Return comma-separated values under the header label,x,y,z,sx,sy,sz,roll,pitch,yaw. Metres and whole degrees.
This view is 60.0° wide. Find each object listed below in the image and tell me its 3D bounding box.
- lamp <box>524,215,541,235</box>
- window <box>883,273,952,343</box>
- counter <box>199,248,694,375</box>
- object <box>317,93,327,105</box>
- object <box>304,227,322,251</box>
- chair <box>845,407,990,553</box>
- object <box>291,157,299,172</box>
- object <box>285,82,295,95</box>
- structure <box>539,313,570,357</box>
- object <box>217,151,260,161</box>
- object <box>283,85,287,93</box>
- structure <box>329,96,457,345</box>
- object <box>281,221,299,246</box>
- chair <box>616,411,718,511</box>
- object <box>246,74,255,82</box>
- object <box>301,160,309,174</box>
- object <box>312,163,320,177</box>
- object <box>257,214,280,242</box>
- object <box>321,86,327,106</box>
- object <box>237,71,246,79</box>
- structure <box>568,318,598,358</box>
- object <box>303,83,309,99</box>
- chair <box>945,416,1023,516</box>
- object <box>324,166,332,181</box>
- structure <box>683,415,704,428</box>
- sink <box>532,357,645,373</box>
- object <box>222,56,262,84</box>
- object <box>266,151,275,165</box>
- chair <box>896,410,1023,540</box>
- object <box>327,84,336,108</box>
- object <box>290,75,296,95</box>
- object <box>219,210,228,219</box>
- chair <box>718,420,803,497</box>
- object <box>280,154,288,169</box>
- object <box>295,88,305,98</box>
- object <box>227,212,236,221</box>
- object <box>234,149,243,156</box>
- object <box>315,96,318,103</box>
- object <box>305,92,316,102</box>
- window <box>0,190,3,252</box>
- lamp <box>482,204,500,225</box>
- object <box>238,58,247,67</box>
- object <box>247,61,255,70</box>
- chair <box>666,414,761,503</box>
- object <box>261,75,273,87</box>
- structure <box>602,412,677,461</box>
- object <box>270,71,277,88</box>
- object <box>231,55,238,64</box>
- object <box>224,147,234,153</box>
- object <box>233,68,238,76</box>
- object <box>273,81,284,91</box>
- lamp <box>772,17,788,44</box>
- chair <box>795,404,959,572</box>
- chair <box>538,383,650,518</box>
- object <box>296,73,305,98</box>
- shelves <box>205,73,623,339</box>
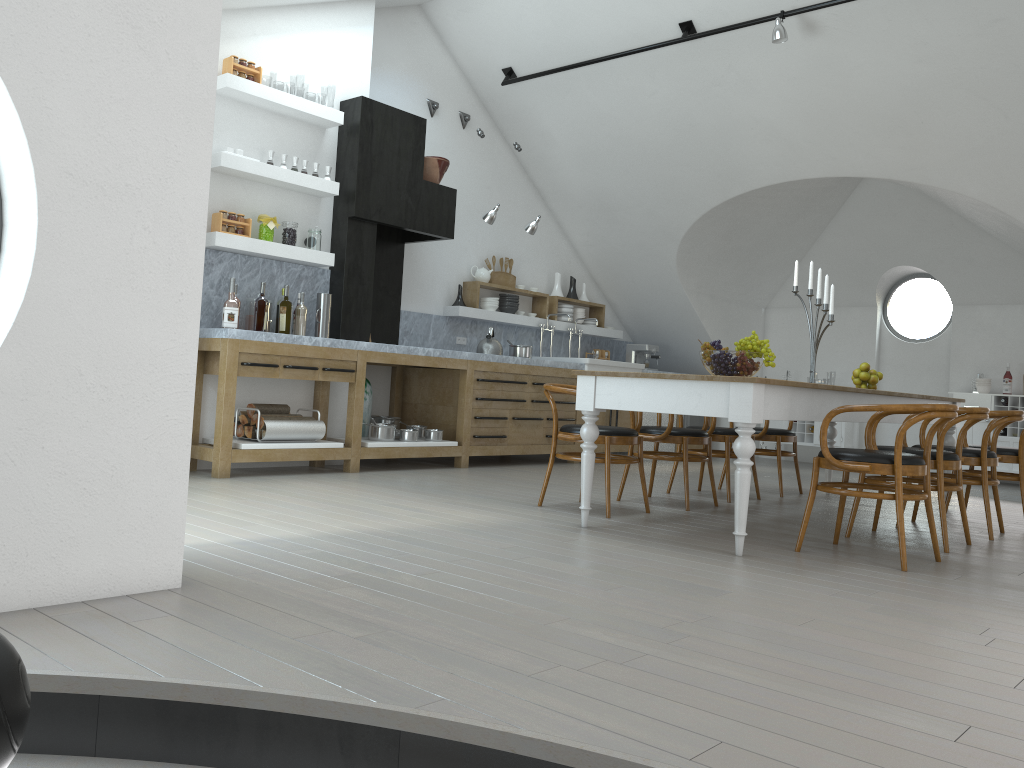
label,x,y,z,sx,sy,sz,roll,pitch,yaw
lamp,0.195,-1.447,8.100,0.169,0.176,0.112,3,-2,33
window,4.674,-0.865,10.159,0.900,0.900,0.060,2,-2,41
counter,-0.007,-0.486,8.488,0.962,0.620,6.567,3,-1,41
object,-1.420,-2.110,6.608,0.071,0.099,0.071,3,-1,5
object,-1.486,-1.079,6.633,0.103,0.178,0.207,4,-1,-27
chair,2.162,0.473,4.685,0.622,0.735,0.526,2,-2,41
object,-1.587,-1.596,6.474,0.064,0.124,0.067,2,-2,35
object,-1.603,-2.121,6.399,0.071,0.099,0.071,3,-1,5
structure,0.464,-0.464,9.196,0.333,0.530,0.214,3,-2,22
object,-1.899,-1.563,6.147,0.113,0.025,0.294,3,0,41
object,-1.678,-2.123,6.452,0.094,0.093,0.093,4,-1,-16
structure,-1.098,-1.252,7.355,0.781,1.886,1.074,2,-2,41
object,-1.626,-1.091,6.470,0.120,0.183,0.120,4,-2,-34
chair,0.988,0.409,5.781,0.622,0.735,0.526,2,-2,38
object,-1.837,-2.137,6.219,0.058,0.075,0.058,4,-1,-26
object,-1.535,-1.592,6.555,0.064,0.124,0.067,2,-2,35
object,-1.467,-1.588,6.619,0.064,0.124,0.067,2,-2,35
object,-1.755,-1.106,6.319,0.128,0.199,0.163,2,-2,36
object,-1.418,-2.150,6.679,0.054,0.179,0.054,3,-2,17
object,-1.881,-2.140,6.168,0.058,0.075,0.058,4,-1,-26
structure,0.785,-0.444,9.563,0.333,0.530,0.214,3,-2,22
object,-1.545,-2.152,6.607,0.048,0.169,0.048,5,-2,-41
chair,3.179,0.537,5.719,0.621,0.735,0.526,2,-2,44
object,-1.394,-1.583,6.703,0.064,0.124,0.067,2,-2,35
structure,1.891,0.344,10.396,0.631,0.637,0.631,2,-1,41
sink,0.794,-0.142,9.157,0.727,0.202,1.019,3,0,41
object,-1.878,-2.164,6.170,0.120,0.146,0.237,2,-1,41
object,-1.727,-1.605,6.336,0.064,0.124,0.067,2,-2,35
chair,2.652,0.504,5.221,0.622,0.735,0.526,2,-2,36
object,-1.359,-2.150,6.652,0.063,0.187,0.063,3,-2,9
object,-1.600,-2.161,6.470,0.054,0.179,0.054,3,-2,17
object,-1.983,-1.156,6.084,0.058,0.075,0.058,4,-1,-26
chair,1.904,0.467,6.904,0.622,0.735,0.526,2,-2,38
object,-1.654,-1.600,6.420,0.064,0.124,0.067,2,-2,35
object,-1.569,-2.122,6.527,0.082,0.105,0.081,3,-1,9
object,-1.939,-1.153,6.135,0.058,0.075,0.058,4,-1,-26
object,-1.898,-1.591,6.148,0.054,0.071,0.054,2,-2,40
object,-1.495,-2.111,6.660,0.094,0.093,0.093,4,-1,-16
object,-1.494,-2.108,6.568,0.077,0.085,0.077,4,-1,-16
window,-2.028,-0.465,2.106,0.104,1.472,1.468,2,-2,41
lamp,-0.188,-1.467,7.668,0.115,0.178,0.164,4,-1,-30
object,-1.876,-2.226,6.171,0.058,0.075,0.058,4,-1,-26
object,-1.832,-2.223,6.222,0.058,0.075,0.058,4,-1,-26
chair,1.421,0.436,6.367,0.621,0.735,0.526,2,-2,44
object,-1.751,-2.134,6.318,0.082,0.105,0.081,3,-1,9
structure,1.386,0.408,9.828,0.599,0.823,0.723,2,-2,41
object,-1.728,-2.164,6.398,0.048,0.169,0.048,5,-2,-41
object,-1.920,-2.229,6.121,0.058,0.075,0.058,4,-1,-26
object,-1.948,-1.589,6.094,0.057,0.061,0.058,2,-2,41
object,-1.925,-2.143,6.118,0.058,0.075,0.058,4,-1,-26
object,-1.676,-2.119,6.359,0.077,0.085,0.077,4,-1,-16
lamp,1.936,-2.552,6.392,0.112,0.175,0.114,3,-1,4
chair,1.715,0.444,4.112,0.621,0.735,0.526,2,-2,45
chair,0.467,0.376,5.276,0.622,0.735,0.526,2,-2,41
object,-1.542,-2.162,6.443,0.063,0.187,0.063,3,-2,9
shelves,-0.461,-1.319,8.279,0.480,1.363,5.542,2,-1,36
